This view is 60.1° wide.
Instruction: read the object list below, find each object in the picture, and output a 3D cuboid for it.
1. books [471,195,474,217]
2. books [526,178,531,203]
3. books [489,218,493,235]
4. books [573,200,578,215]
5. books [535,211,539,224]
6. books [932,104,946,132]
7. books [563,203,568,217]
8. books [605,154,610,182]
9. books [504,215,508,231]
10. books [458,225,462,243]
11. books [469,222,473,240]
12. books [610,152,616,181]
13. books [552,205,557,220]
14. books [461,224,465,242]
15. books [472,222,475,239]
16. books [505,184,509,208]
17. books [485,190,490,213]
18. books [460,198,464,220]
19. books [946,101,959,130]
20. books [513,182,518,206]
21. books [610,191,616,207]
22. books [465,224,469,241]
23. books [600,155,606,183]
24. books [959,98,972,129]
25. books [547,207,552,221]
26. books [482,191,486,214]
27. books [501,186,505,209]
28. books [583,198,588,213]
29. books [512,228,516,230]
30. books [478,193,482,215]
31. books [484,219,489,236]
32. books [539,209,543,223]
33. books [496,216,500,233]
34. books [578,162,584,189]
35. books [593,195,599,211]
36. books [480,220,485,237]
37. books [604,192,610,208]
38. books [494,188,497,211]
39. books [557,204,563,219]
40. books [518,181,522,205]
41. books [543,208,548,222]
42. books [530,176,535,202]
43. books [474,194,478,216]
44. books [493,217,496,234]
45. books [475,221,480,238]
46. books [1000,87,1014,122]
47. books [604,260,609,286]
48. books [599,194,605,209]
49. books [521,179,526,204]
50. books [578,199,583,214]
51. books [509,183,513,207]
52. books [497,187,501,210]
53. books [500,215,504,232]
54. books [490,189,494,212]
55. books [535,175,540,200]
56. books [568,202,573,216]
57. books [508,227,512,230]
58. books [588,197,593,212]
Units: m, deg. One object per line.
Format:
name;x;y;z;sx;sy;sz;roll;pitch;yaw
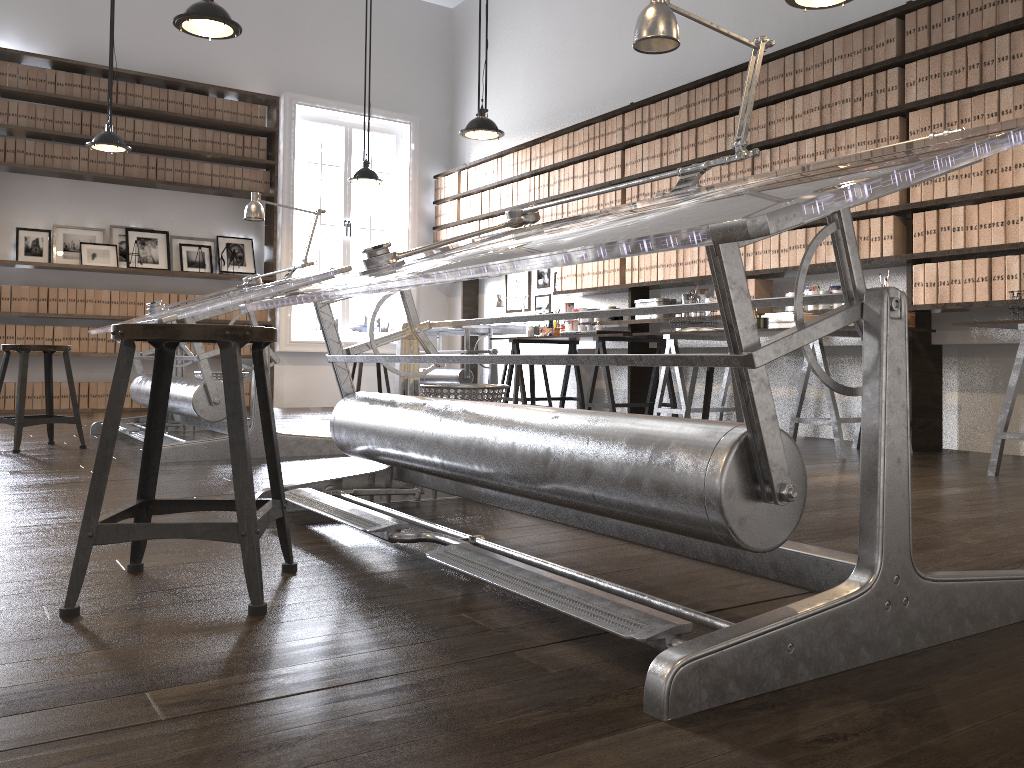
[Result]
books;-0.318;-1.748;8.767;0.174;0.226;0.066;1;-1;-33
books;0.212;-1.723;7.943;0.174;0.226;0.066;1;-1;-33
books;-0.133;-1.464;8.471;0.174;0.226;0.066;1;-1;-33
books;0.594;-1.436;7.352;0.174;0.226;0.066;1;-1;-33
books;0.290;-1.444;7.822;0.174;0.226;0.066;1;-1;-33
books;2.311;-1.355;4.701;0.174;0.226;0.066;1;-1;-33
books;0.516;-1.440;7.468;0.174;0.226;0.066;1;-1;-33
books;0.826;-1.694;7.008;0.174;0.226;0.066;1;-1;-33
books;0.017;-1.456;8.230;0.174;0.226;0.067;1;-1;-33
books;-0.460;-1.486;8.964;0.174;0.226;0.066;1;-1;-33
books;-0.340;-1.480;8.789;0.174;0.226;0.066;1;-1;-33
books;0.859;-1.692;6.954;0.174;0.226;0.066;1;-1;-33
books;0.433;-1.437;7.593;0.174;0.226;0.067;1;-1;-33
books;-0.418;-1.484;8.905;0.174;0.226;0.066;1;-1;-33
books;-0.300;-1.478;8.726;0.174;0.226;0.066;1;-1;-33
books;0.022;-1.732;8.243;0.174;0.226;0.066;1;-1;-33
books;-0.164;-1.740;8.526;0.174;0.226;0.066;1;-1;-33
books;-0.432;-1.753;8.940;0.174;0.226;0.066;1;-1;-33
books;2.354;-1.353;4.642;0.174;0.226;0.066;1;-1;-33
books;0.101;-1.728;8.124;0.174;0.226;0.066;1;-1;-33
books;0.854;-1.424;6.947;0.174;0.226;0.066;1;-1;-33
books;-0.376;-1.482;8.849;0.174;0.226;0.066;1;-1;-33
books;0.786;-1.695;7.061;0.174;0.226;0.067;1;-1;-33
books;2.395;-1.351;4.585;0.174;0.226;0.066;1;-1;-33
books;0.395;-1.439;7.655;0.174;0.226;0.066;1;-1;-33
books;-0.199;-1.742;8.588;0.174;0.226;0.066;1;-1;-33
books;-0.011;-1.733;8.296;0.174;0.226;0.066;1;-1;-33
books;0.670;-1.433;7.231;0.174;0.226;0.066;1;-1;-33
books;0.093;-1.453;8.126;0.174;0.226;0.066;1;-1;-33
books;-0.245;-1.744;8.648;0.174;0.226;0.067;1;-1;-33
books;-0.175;-1.465;8.528;0.174;0.226;0.067;1;-1;-33
books;0.321;-1.442;7.762;0.174;0.226;0.067;1;-1;-33
books;-0.059;-1.460;8.353;0.174;0.226;0.066;1;-1;-33
books;0.635;-1.703;7.299;0.174;0.226;0.066;1;-1;-33
books;0.738;-1.429;7.121;0.174;0.226;0.067;1;-1;-33
books;-0.218;-1.467;8.598;0.174;0.226;0.066;1;-1;-33
books;0.819;-1.426;7.008;0.174;0.226;0.066;1;-1;-33
books;-0.083;-1.737;8.409;0.174;0.226;0.066;1;-1;-33
books;0.474;-1.442;7.527;0.174;0.226;0.066;1;-1;-33
books;0.141;-1.726;8.066;0.174;0.226;0.066;1;-1;-33
books;0.362;-1.440;7.709;0.174;0.226;0.066;1;-1;-33
books;0.251;-1.721;7.883;0.174;0.226;0.067;1;-1;-33
books;-0.280;-1.746;8.713;0.174;0.226;0.066;1;-1;-33
books;-0.094;-1.462;8.414;0.174;0.226;0.066;1;-1;-33
books;-0.269;-1.477;8.671;0.174;0.226;0.067;1;-1;-33
books;2.508;-1.345;4.405;0.174;0.226;0.066;1;-1;-33
books;0.811;-0.877;6.990;0.174;0.226;0.066;1;-1;-33
books;0.780;-1.428;7.068;0.174;0.226;0.066;1;-1;-33
books;0.175;-1.724;8.006;0.174;0.226;0.066;1;-1;-33
books;0.629;-1.435;7.291;0.174;0.226;0.067;1;-1;-33
books;0.060;-1.730;8.181;0.174;0.226;0.067;1;-1;-33
books;-0.052;-1.735;8.349;0.174;0.226;0.067;1;-1;-33
books;-0.022;-1.458;8.290;0.174;0.226;0.066;1;-1;-33
books;-0.122;-1.738;8.469;0.174;0.226;0.066;1;-1;-33
books;0.290;-1.719;7.832;0.174;0.226;0.066;1;-1;-33
books;0.558;-1.438;7.412;0.174;0.226;0.066;1;-1;-33
books;0.055;-1.455;8.179;0.174;0.226;0.066;1;-1;-33
books;0.706;-1.431;7.180;0.174;0.226;0.066;1;-1;-33
